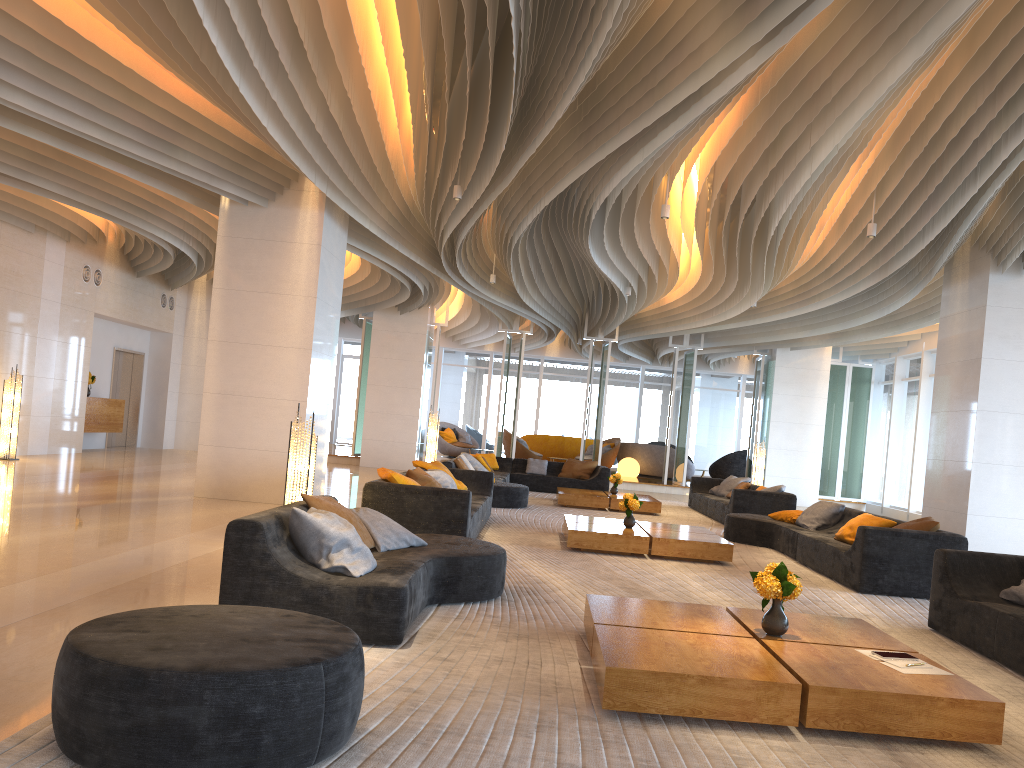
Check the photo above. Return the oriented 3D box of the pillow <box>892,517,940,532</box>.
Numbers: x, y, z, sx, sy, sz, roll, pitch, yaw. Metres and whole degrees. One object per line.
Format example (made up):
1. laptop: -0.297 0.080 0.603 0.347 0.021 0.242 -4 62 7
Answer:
1. pillow: 3.602 1.392 8.122 0.539 0.377 0.648 4 -2 23

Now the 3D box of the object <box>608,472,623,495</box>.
1. object: 1.708 1.637 14.658 0.232 0.377 0.270 5 -1 33

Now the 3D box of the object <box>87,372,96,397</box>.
1. object: -8.003 -0.006 16.746 0.268 0.496 0.234 5 0 -12

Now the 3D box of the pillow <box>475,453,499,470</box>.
1. pillow: -0.487 1.501 17.261 0.415 0.316 0.336 6 -2 -27

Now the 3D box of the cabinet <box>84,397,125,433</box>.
1. cabinet: -8.128 0.583 17.119 0.559 0.661 1.513 5 -2 2

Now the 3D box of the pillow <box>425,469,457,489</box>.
1. pillow: -0.806 1.135 9.734 0.419 0.377 0.588 5 -2 4

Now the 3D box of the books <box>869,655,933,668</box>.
1. books: 1.795 1.279 4.097 0.183 0.011 0.209 6 -3 -18

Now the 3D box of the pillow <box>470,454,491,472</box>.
1. pillow: -0.592 1.409 15.704 0.330 0.335 0.415 6 -2 -33

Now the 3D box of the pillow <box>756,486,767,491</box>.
1. pillow: 3.776 1.728 13.731 0.321 0.312 0.409 5 -2 4

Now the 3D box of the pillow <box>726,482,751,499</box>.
1. pillow: 3.818 1.796 14.958 0.322 0.312 0.407 5 -2 -1

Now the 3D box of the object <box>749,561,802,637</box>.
1. object: 1.317 1.070 4.447 0.265 0.377 0.237 5 -1 3

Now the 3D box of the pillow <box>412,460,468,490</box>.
1. pillow: -0.842 1.119 10.633 0.539 0.377 0.648 4 -2 23

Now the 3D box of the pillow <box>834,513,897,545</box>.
1. pillow: 3.542 1.509 8.975 0.450 0.394 0.638 5 -2 1

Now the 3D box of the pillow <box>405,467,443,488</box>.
1. pillow: -0.838 1.039 8.693 0.443 0.409 0.603 5 -2 3

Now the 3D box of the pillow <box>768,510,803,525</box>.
1. pillow: 3.497 1.643 10.916 0.597 0.192 0.441 7 -3 -34

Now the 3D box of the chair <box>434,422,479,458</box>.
1. chair: -1.596 1.614 25.351 1.114 1.005 1.549 4 -3 44

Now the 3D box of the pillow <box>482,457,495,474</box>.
1. pillow: -0.518 1.452 15.861 0.336 0.319 0.405 6 -2 -31

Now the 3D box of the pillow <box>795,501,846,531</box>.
1. pillow: 3.591 1.569 10.394 0.461 0.416 0.666 5 -2 2

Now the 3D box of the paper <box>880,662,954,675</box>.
1. paper: 1.819 1.280 3.993 0.259 0.001 0.184 6 -3 -12

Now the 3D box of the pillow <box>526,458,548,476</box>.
1. pillow: 0.484 1.613 17.269 0.407 0.312 0.323 5 -1 3

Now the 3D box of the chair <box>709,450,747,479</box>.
1. chair: 6.058 2.242 24.075 1.542 1.005 1.119 6 -2 -26

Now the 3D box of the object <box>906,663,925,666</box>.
1. object: 1.811 1.275 4.046 0.183 0.014 0.104 6 -3 -18

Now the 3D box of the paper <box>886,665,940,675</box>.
1. paper: 1.819 1.281 3.993 0.262 0.001 0.189 6 -3 -12

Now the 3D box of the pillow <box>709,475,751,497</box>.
1. pillow: 3.865 1.815 15.801 0.555 0.377 0.630 6 -2 -21

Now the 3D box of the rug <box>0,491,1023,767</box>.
1. rug: 1.362 1.760 9.676 5.508 0.022 16.245 5 -3 2

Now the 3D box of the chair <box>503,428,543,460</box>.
1. chair: 0.254 1.670 23.199 1.129 1.005 1.528 5 -2 9

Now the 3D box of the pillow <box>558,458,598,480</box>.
1. pillow: 1.289 1.659 17.285 0.630 0.377 0.555 4 -2 23

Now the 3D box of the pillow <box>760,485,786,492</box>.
1. pillow: 3.777 1.673 13.218 0.539 0.377 0.648 4 -2 23

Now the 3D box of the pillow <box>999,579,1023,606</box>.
1. pillow: 3.516 1.254 5.621 0.555 0.377 0.630 6 -2 -21

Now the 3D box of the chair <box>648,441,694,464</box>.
1. chair: 4.513 2.180 25.576 1.534 1.005 1.124 6 -2 -16

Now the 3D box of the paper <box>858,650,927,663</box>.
1. paper: 1.795 1.288 4.196 0.258 0.001 0.185 6 -3 -7

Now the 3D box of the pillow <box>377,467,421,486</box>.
1. pillow: -0.931 0.976 8.050 0.555 0.377 0.630 6 -2 -21

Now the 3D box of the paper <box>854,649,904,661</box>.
1. paper: 1.791 1.289 4.201 0.264 0.001 0.196 6 -3 -8

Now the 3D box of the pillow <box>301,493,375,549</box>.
1. pillow: -1.041 0.865 5.433 0.396 0.391 0.607 5 -2 4

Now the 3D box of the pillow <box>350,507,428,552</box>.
1. pillow: -0.856 0.938 5.776 0.462 0.246 0.437 4 -3 36

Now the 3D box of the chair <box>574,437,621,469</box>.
1. chair: 2.288 1.885 23.783 1.145 1.005 1.508 6 -2 -11

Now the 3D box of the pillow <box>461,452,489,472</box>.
1. pillow: -0.648 1.394 15.367 0.547 0.377 0.651 5 -2 -3

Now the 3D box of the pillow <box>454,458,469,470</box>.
1. pillow: -0.728 1.298 13.560 0.328 0.311 0.425 5 -2 3

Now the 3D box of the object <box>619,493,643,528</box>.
1. object: 1.230 1.312 9.252 0.233 0.377 0.269 5 -1 23

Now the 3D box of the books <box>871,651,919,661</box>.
1. books: 1.802 1.280 4.177 0.182 0.011 0.111 6 -3 -9
